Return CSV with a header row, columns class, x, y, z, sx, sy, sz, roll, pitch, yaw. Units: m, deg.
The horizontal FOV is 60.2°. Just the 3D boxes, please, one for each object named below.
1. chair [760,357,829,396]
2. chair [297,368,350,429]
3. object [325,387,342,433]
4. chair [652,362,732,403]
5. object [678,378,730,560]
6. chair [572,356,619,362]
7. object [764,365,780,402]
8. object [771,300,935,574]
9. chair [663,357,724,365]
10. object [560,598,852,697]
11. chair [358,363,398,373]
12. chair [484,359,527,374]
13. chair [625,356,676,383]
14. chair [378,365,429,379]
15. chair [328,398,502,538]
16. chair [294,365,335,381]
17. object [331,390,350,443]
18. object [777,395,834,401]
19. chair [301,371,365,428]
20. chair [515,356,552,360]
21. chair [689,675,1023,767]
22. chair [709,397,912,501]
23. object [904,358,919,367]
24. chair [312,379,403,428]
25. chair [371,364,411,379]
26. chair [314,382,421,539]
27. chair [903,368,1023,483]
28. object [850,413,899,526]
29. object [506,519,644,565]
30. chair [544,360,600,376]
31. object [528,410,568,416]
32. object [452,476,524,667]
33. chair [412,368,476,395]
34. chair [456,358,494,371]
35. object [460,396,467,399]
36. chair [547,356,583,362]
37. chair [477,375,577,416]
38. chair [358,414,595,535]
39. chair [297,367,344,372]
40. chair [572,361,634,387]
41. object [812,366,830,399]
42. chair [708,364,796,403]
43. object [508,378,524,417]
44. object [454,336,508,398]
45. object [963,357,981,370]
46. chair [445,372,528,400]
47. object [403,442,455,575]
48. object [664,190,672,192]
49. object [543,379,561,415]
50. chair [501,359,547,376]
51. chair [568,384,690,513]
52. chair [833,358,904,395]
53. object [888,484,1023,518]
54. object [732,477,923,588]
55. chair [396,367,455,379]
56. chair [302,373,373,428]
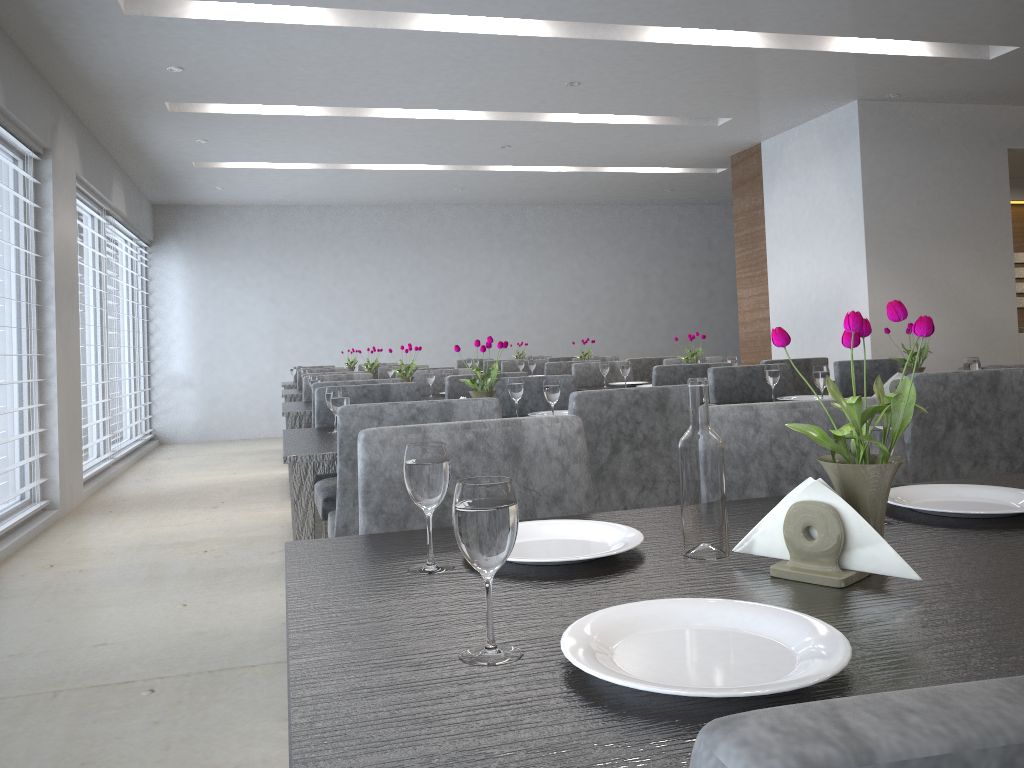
class,x,y,z,sx,sy,sz,roll,pitch,yaw
chair,1.301,0.252,4.453,0.477,0.764,0.491,-2,-1,-20
chair,-1.284,0.280,6.228,0.477,0.764,0.491,-2,-1,-20
object,-0.544,0.079,2.714,0.053,0.139,0.053,-3,-2,27
chair,0.806,0.281,4.264,0.477,0.764,0.491,-2,-1,-10
object,0.216,0.094,1.004,0.052,0.201,0.052,-4,-2,40
chair,0.712,0.176,6.745,0.477,0.764,0.491,-2,-1,-10
object,0.917,0.003,3.108,0.053,0.139,0.053,-3,-2,33
object,0.369,0.052,0.922,0.155,0.277,0.104,-2,-1,-17
chair,1.145,0.231,5.091,0.477,0.764,0.491,-2,-1,-10
object,0.146,0.203,0.678,0.217,0.015,0.216,-4,3,-37
chair,-1.205,0.195,8.080,0.477,0.764,0.491,-2,-1,-10
chair,-0.076,0.169,7.638,0.477,0.764,0.491,-2,-1,-10
chair,0.869,0.197,6.106,0.477,0.764,0.491,-2,-1,-20
chair,-0.755,0.252,6.359,0.477,0.764,0.491,-2,-1,-10
chair,-0.234,0.412,2.242,0.477,0.764,0.491,-2,-1,-10
chair,-1.734,0.223,7.949,0.477,0.764,0.491,-2,-1,-20
object,-0.470,0.089,2.432,0.053,0.139,0.053,-3,-2,33
object,1.062,0.056,3.172,0.217,0.015,0.216,-3,3,-15
chair,-1.094,0.303,5.531,0.477,0.764,0.491,-2,-1,-10
chair,0.263,0.118,8.465,0.477,0.764,0.491,-2,-1,-10
chair,0.220,0.470,0.507,0.477,0.764,0.491,-2,-1,-10
chair,0.558,0.420,1.335,0.477,0.764,0.491,-2,-1,-10
object,1.475,-0.027,3.254,0.053,0.139,0.053,-3,-2,33
chair,-0.662,0.358,3.878,0.477,0.764,0.491,-2,-1,-10
chair,-1.049,0.217,7.441,0.477,0.764,0.491,-2,-1,-20
chair,-0.425,0.389,2.939,0.477,0.764,0.491,-2,-1,-20
chair,1.234,0.335,2.627,0.477,0.764,0.491,-2,-1,-10
object,0.465,0.108,1.135,0.053,0.139,0.053,-3,-2,33
object,0.048,0.190,1.051,0.217,0.015,0.216,-4,3,-37
chair,0.374,0.226,5.917,0.477,0.764,0.491,-2,-1,-10
object,0.161,0.103,2.935,0.217,0.015,0.216,-3,3,-15
object,-0.019,0.146,0.707,0.053,0.139,0.053,-3,-2,33
chair,-0.323,0.308,4.706,0.477,0.764,0.491,-2,-1,-10
chair,-0.266,0.146,8.335,0.477,0.764,0.491,-2,-1,-20
object,-0.142,0.086,2.633,0.070,0.100,0.203,-2,1,-45
chair,0.419,0.140,7.827,0.477,0.764,0.491,-2,-1,-20
chair,0.105,0.362,3.070,0.477,0.764,0.491,-2,-1,-10
chair,0.029,0.447,1.204,0.477,0.764,0.491,-2,-1,-20
chair,-1.543,0.245,7.252,0.477,0.764,0.491,-2,-1,-10
chair,0.615,0.258,4.961,0.477,0.764,0.491,-2,-1,-20
object,0.990,0.012,2.826,0.053,0.139,0.053,-3,-2,33
chair,1.043,0.312,3.325,0.477,0.764,0.491,-2,-1,-20
object,0.014,0.050,2.861,0.053,0.139,0.053,-3,-2,27
object,-0.085,-0.005,2.657,0.155,0.277,0.104,-2,-1,-17
object,1.582,-0.021,3.035,0.053,0.139,0.053,-3,-2,33
chair,-0.167,0.329,4.068,0.477,0.764,0.491,-2,-1,-20
object,-0.093,0.137,0.989,0.053,0.139,0.053,-3,-2,33
object,1.707,-2.115,9.675,0.089,0.007,0.089,-1,3,30
object,0.121,0.056,2.641,0.053,0.139,0.053,-3,-2,33
chair,0.183,0.203,6.614,0.477,0.764,0.491,-2,-1,-20
chair,0.261,0.384,2.431,0.477,0.764,0.491,-2,-1,-20
chair,1.572,0.285,3.455,0.477,0.764,0.491,-2,-1,-10
object,0.614,0.161,1.200,0.217,0.015,0.216,-4,3,-37
object,0.311,0.144,0.898,0.070,0.100,0.203,-2,1,-45
chair,-0.599,0.274,5.721,0.477,0.764,0.491,-2,-1,-20
chair,-0.852,0.335,4.575,0.477,0.764,0.491,-2,-1,-20
